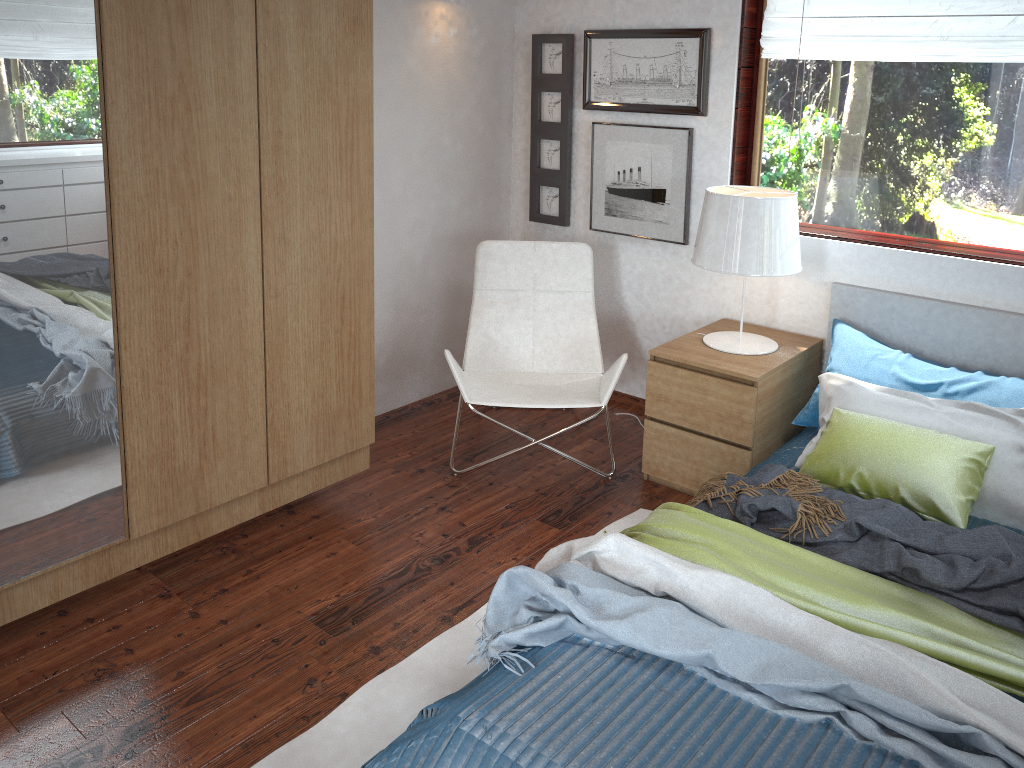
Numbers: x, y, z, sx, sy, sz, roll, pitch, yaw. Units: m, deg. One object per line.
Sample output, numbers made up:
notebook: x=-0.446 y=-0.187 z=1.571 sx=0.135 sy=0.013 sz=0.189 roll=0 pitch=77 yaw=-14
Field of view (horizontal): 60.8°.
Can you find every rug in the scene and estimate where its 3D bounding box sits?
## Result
rug: x=0.894 y=0.989 z=1.566 sx=2.766 sy=0.047 sz=1.844 roll=17 pitch=25 yaw=37

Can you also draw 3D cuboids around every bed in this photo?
bed: x=1.203 y=0.530 z=1.881 sx=2.183 sy=0.741 sz=2.635 roll=17 pitch=24 yaw=38

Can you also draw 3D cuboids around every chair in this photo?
chair: x=0.090 y=-0.132 z=3.548 sx=0.697 sy=0.769 sz=0.833 roll=1 pitch=15 yaw=0

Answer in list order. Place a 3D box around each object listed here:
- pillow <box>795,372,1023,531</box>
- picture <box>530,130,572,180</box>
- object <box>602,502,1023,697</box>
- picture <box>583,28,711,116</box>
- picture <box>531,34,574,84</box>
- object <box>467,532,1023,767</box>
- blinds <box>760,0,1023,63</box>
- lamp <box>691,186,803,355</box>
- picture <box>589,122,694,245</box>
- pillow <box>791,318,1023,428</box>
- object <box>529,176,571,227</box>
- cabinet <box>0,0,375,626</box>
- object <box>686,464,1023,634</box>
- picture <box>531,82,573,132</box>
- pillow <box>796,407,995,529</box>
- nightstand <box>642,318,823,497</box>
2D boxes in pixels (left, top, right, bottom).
pillow: x=1.305 y=0.171 z=2.703 sx=0.887 sy=0.346 sz=0.485 roll=14 pitch=21 yaw=33
picture: x=0.183 y=-1.098 z=4.170 sx=0.227 sy=0.218 sz=0.041 roll=14 pitch=16 yaw=39
object: x=1.043 y=0.739 z=1.791 sx=2.141 sy=0.431 sz=0.503 roll=15 pitch=21 yaw=34
picture: x=0.568 y=-1.361 z=3.796 sx=0.639 sy=0.350 sz=0.042 roll=16 pitch=17 yaw=38
picture: x=0.189 y=-1.524 z=4.087 sx=0.227 sy=0.218 sz=0.041 roll=14 pitch=16 yaw=39
object: x=0.786 y=0.771 z=1.528 sx=2.191 sy=0.362 sz=0.550 roll=15 pitch=21 yaw=34
blinds: x=1.499 y=-1.414 z=3.145 sx=1.260 sy=0.477 sz=0.055 roll=17 pitch=18 yaw=38
lamp: x=0.879 y=-0.435 z=3.285 sx=0.412 sy=0.568 sz=0.415 roll=11 pitch=17 yaw=36
picture: x=0.562 y=-0.898 z=3.873 sx=0.514 sy=0.488 sz=0.044 roll=14 pitch=16 yaw=39
pillow: x=1.469 y=0.048 z=2.961 sx=0.929 sy=0.317 sz=0.355 roll=16 pitch=21 yaw=36
object: x=0.181 y=-0.885 z=4.212 sx=0.227 sy=0.218 sz=0.041 roll=14 pitch=16 yaw=39
cabinet: x=-1.383 y=-0.627 z=2.223 sx=0.592 sy=2.322 sz=2.251 roll=10 pitch=17 yaw=38
object: x=1.226 y=0.551 z=1.895 sx=0.639 sy=0.391 sz=2.184 roll=-13 pitch=24 yaw=-38
picture: x=0.186 y=-1.311 z=4.129 sx=0.227 sy=0.218 sz=0.041 roll=14 pitch=16 yaw=39
pillow: x=1.479 y=0.331 z=2.311 sx=1.406 sy=0.211 sz=0.318 roll=17 pitch=23 yaw=38
nightstand: x=0.855 y=0.108 z=3.368 sx=0.436 sy=0.522 sz=0.623 roll=13 pitch=19 yaw=38
